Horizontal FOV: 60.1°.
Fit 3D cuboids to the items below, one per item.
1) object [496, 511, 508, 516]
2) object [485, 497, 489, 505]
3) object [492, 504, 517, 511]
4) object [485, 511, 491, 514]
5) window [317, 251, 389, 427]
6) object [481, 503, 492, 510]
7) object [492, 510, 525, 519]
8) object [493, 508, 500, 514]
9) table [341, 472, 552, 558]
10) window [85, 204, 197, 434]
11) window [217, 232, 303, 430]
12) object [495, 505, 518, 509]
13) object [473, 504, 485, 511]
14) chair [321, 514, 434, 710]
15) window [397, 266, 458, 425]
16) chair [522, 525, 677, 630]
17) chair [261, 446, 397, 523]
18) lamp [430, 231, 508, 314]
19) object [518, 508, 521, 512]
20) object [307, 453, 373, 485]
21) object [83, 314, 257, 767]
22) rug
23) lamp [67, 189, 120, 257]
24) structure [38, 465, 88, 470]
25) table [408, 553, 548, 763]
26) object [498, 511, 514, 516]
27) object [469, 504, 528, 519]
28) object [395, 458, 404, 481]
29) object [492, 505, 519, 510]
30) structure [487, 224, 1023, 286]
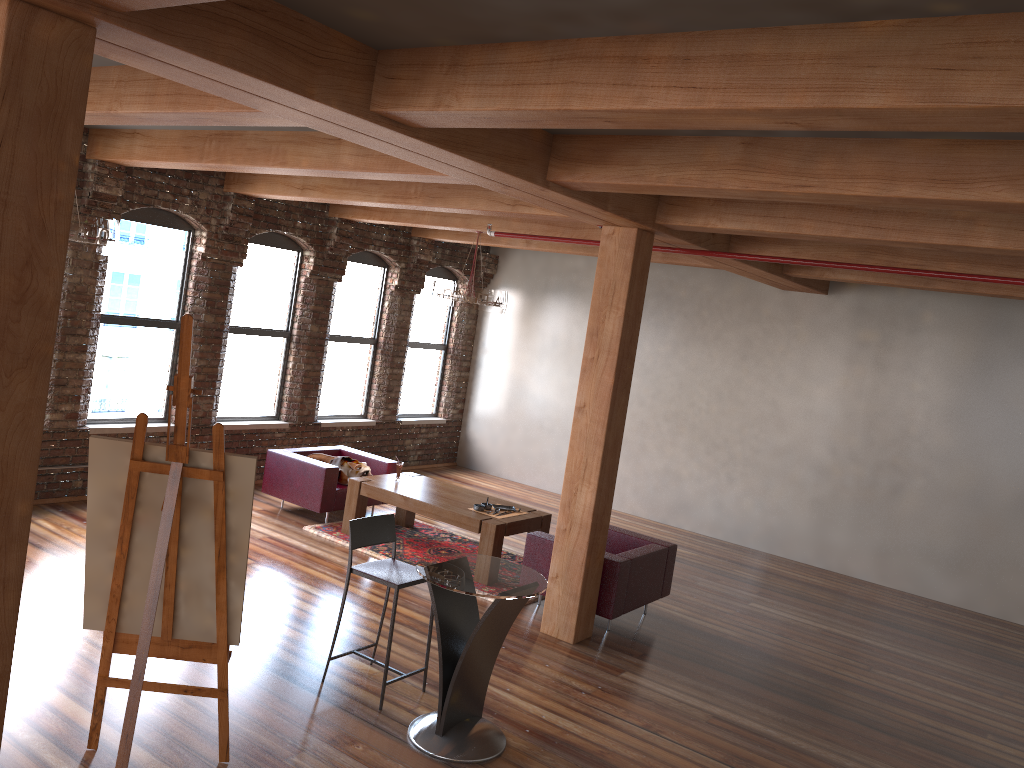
[{"bbox_3d":[-0.092,1.155,7.898,0.007,0.008,0.270,10,5,23],"label":"object"},{"bbox_3d":[-0.227,1.078,8.035,0.045,0.079,0.138,9,4,-1],"label":"object"},{"bbox_3d":[-0.074,1.135,8.107,0.212,0.018,0.154,8,5,-11],"label":"object"},{"bbox_3d":[-0.213,1.134,7.832,0.059,0.021,0.018,8,3,-14],"label":"object"},{"bbox_3d":[-1.968,-0.582,11.122,0.236,2.211,0.966,10,3,34],"label":"window"},{"bbox_3d":[-0.231,1.107,8.006,0.098,0.043,0.099,7,4,-18],"label":"object"},{"bbox_3d":[-0.121,1.147,7.999,0.333,0.003,0.470,12,6,34],"label":"object"},{"bbox_3d":[-0.146,1.135,7.896,0.045,0.030,0.153,10,5,18],"label":"object"},{"bbox_3d":[-0.633,1.322,8.339,1.757,0.549,0.899,12,5,34],"label":"table"},{"bbox_3d":[-3.613,-0.636,8.699,0.236,2.211,0.966,10,3,34],"label":"window"},{"bbox_3d":[-2.790,-0.609,9.910,0.236,2.211,0.966,10,3,34],"label":"window"},{"bbox_3d":[-0.075,1.122,8.113,0.270,0.008,0.007,9,3,0],"label":"object"},{"bbox_3d":[-0.294,1.105,7.907,0.098,0.043,0.099,6,5,-30],"label":"object"},{"bbox_3d":[-0.752,1.332,5.302,0.468,0.980,0.429,10,3,34],"label":"chair"},{"bbox_3d":[-1.146,-0.556,12.333,0.236,2.211,0.966,10,3,34],"label":"window"},{"bbox_3d":[0.724,1.580,7.379,0.869,0.592,1.069,11,5,34],"label":"chair"},{"bbox_3d":[-1.881,1.038,9.208,0.869,0.592,1.069,11,5,34],"label":"chair"},{"bbox_3d":[-0.404,-1.191,9.261,0.808,0.813,0.812,8,3,-15],"label":"lamp"},{"bbox_3d":[0.064,1.154,8.105,0.018,0.021,0.059,10,4,21],"label":"object"},{"bbox_3d":[-1.790,0.883,9.080,0.755,0.296,0.365,9,4,6],"label":"object"},{"bbox_3d":[-1.514,0.747,3.854,0.701,2.137,0.686,8,2,-6],"label":"object"},{"bbox_3d":[-0.632,1.598,8.328,2.472,0.009,1.341,12,6,34],"label":"rug"},{"bbox_3d":[-2.885,-1.272,5.604,0.808,0.813,0.812,8,3,-13],"label":"lamp"},{"bbox_3d":[-7.091,0.562,3.653,1.639,0.313,13.694,11,5,27],"label":"structure"},{"bbox_3d":[-0.232,1.484,4.833,0.720,0.923,0.725,7,3,-31],"label":"table"},{"bbox_3d":[-0.056,1.159,7.917,0.007,0.008,0.270,10,5,29],"label":"object"},{"bbox_3d":[-0.122,1.147,7.999,0.354,0.001,0.468,12,6,34],"label":"object"},{"bbox_3d":[-1.107,0.828,8.666,0.075,0.232,0.095,8,3,-23],"label":"object"},{"bbox_3d":[-0.068,1.125,8.086,0.270,0.008,0.007,9,3,8],"label":"object"},{"bbox_3d":[2.538,-0.860,6.319,6.835,0.112,0.051,12,4,34],"label":"structure"}]
